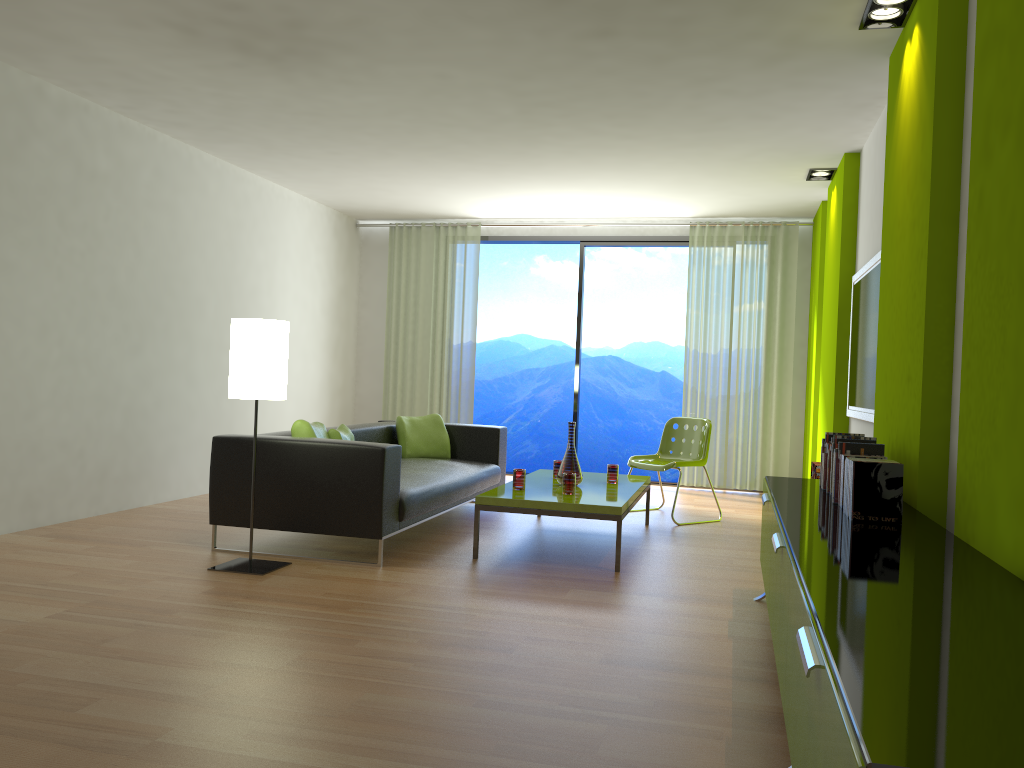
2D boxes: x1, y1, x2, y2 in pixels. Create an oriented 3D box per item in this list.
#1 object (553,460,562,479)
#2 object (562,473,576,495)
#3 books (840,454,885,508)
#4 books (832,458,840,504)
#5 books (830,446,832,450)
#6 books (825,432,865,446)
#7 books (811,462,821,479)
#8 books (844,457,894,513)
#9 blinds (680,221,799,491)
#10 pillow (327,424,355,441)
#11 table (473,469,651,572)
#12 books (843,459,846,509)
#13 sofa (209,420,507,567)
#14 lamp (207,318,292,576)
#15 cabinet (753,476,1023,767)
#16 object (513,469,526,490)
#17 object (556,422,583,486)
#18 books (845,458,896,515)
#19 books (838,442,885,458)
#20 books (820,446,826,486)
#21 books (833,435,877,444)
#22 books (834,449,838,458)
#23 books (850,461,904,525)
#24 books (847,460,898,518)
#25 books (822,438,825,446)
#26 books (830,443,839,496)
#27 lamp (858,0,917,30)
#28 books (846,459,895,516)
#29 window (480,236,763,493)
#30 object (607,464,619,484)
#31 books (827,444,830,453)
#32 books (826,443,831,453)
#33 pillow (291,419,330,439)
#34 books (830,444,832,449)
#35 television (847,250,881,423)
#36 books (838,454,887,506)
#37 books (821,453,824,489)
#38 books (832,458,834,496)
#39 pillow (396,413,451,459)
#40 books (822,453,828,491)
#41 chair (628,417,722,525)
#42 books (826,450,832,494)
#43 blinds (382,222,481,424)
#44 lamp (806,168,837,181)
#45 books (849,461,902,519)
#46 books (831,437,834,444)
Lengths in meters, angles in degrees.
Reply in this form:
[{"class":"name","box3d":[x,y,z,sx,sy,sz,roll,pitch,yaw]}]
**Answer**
[{"class":"object","box3d":[0.313,0.575,5.938,0.075,0.122,0.076,2,0,-41]},{"class":"object","box3d":[0.332,0.580,5.144,0.076,0.122,0.075,2,0,-20]},{"class":"books","box3d":[1.271,0.361,3.220,0.140,0.197,0.069,2,0,14]},{"class":"books","box3d":[1.292,0.371,3.309,0.178,0.177,0.030,2,0,14]},{"class":"books","box3d":[1.412,0.363,3.703,0.163,0.198,0.018,2,0,14]},{"class":"books","box3d":[1.465,0.340,3.917,0.163,0.246,0.017,2,0,14]},{"class":"books","box3d":[2.036,0.599,5.765,0.147,0.150,0.370,2,0,14]},{"class":"books","box3d":[1.232,0.359,3.062,0.154,0.200,0.031,2,0,14]},{"class":"blinds","box3d":[2.172,-0.275,8.519,1.012,2.568,0.067,2,0,14]},{"class":"pillow","box3d":[-1.067,0.418,5.575,0.164,0.317,0.380,2,0,-2]},{"class":"table","box3d":[0.386,0.811,5.602,0.810,0.349,1.682,2,0,14]},{"class":"books","box3d":[1.248,0.367,3.132,0.131,0.185,0.112,2,0,14]},{"class":"sofa","box3d":[-0.819,0.618,5.922,1.061,0.639,2.583,2,0,14]},{"class":"lamp","box3d":[-1.291,0.301,4.463,0.302,1.244,0.295,2,0,14]},{"class":"cabinet","box3d":[1.025,0.743,2.595,0.547,0.593,3.384,2,0,14]},{"class":"object","box3d":[0.043,0.567,5.255,0.075,0.122,0.076,2,0,-41]},{"class":"object","box3d":[0.368,0.438,5.563,0.168,0.400,0.168,2,0,0]},{"class":"books","box3d":[1.224,0.359,3.032,0.154,0.200,0.031,2,0,14]},{"class":"books","box3d":[1.307,0.341,3.331,0.161,0.239,0.020,2,0,14]},{"class":"books","box3d":[1.450,0.371,3.899,0.180,0.183,0.025,2,0,14]},{"class":"books","box3d":[1.389,0.338,3.605,0.163,0.248,0.017,2,0,14]},{"class":"books","box3d":[1.313,0.356,3.374,0.170,0.209,0.036,2,0,14]},{"class":"books","box3d":[1.190,0.357,2.894,0.154,0.202,0.048,2,0,14]},{"class":"books","box3d":[1.207,0.358,2.963,0.154,0.200,0.031,2,0,14]},{"class":"books","box3d":[1.469,0.355,3.954,0.172,0.215,0.030,2,0,14]},{"class":"books","box3d":[1.375,0.353,3.569,0.172,0.217,0.031,2,0,14]},{"class":"lamp","box3d":[1.607,-1.649,3.782,0.192,0.131,0.352,2,0,14]},{"class":"books","box3d":[1.216,0.359,2.997,0.154,0.200,0.031,2,0,14]},{"class":"window","box3d":[0.895,-0.246,9.070,3.336,2.498,0.219,2,0,14]},{"class":"object","box3d":[0.658,0.589,5.794,0.075,0.122,0.076,2,0,-41]},{"class":"books","box3d":[1.435,0.361,3.801,0.163,0.201,0.025,2,0,14]},{"class":"books","box3d":[1.452,0.362,3.869,0.163,0.201,0.032,2,0,14]},{"class":"pillow","box3d":[-1.149,0.402,5.190,0.210,0.403,0.457,2,0,0]},{"class":"books","box3d":[1.418,0.360,3.724,0.163,0.204,0.025,2,0,14]},{"class":"television","box3d":[2.087,-0.255,5.190,0.028,0.941,1.537,2,0,14]},{"class":"books","box3d":[1.292,0.362,3.274,0.161,0.196,0.038,2,0,14]},{"class":"books","box3d":[1.417,0.380,3.780,0.185,0.162,0.025,2,0,14]},{"class":"books","box3d":[1.343,0.366,3.478,0.161,0.191,0.021,2,0,14]},{"class":"pillow","box3d":[-0.691,0.408,6.788,0.399,0.362,0.269,2,0,-27]},{"class":"books","box3d":[1.412,0.380,3.751,0.185,0.164,0.025,2,0,14]},{"class":"chair","box3d":[1.194,0.632,6.723,0.546,0.759,0.640,2,0,-38]},{"class":"books","box3d":[1.385,0.369,3.628,0.180,0.185,0.025,2,0,14]},{"class":"blinds","box3d":[-0.852,-0.401,9.277,1.012,2.568,0.067,2,0,14]},{"class":"lamp","box3d":[2.331,-1.637,6.679,0.192,0.131,0.352,2,0,14]},{"class":"books","box3d":[1.197,0.357,2.924,0.154,0.202,0.048,2,0,14]},{"class":"books","box3d":[1.455,0.349,3.840,0.144,0.227,0.025,2,0,14]}]
